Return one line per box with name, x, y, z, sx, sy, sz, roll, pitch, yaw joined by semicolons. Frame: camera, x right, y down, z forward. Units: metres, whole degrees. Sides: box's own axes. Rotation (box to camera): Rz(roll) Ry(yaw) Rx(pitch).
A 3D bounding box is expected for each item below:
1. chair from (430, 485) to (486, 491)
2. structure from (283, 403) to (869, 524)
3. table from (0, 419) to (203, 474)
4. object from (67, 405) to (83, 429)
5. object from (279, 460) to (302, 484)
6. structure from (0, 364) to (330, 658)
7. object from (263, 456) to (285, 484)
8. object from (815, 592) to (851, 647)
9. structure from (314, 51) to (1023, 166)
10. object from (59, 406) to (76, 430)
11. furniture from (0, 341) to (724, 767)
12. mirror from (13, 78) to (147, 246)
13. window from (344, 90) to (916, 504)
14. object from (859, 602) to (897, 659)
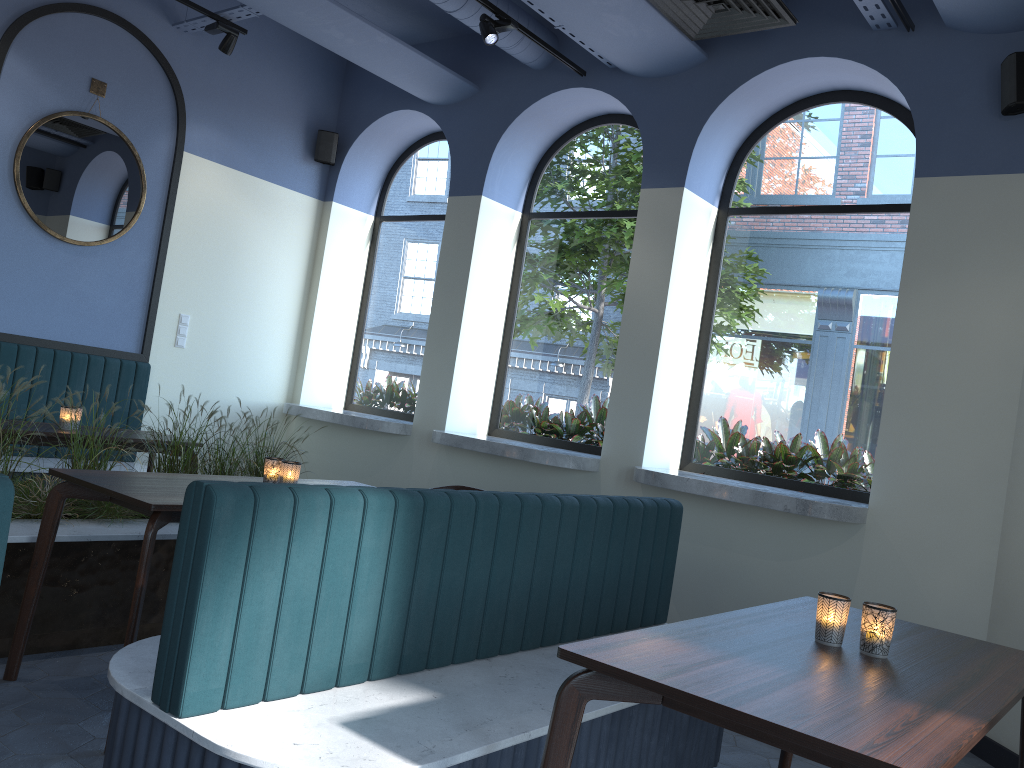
chair;-0.391;0.892;4.286;0.618;0.793;0.525;7;-2;38
structure;0.425;0.330;0.530;4.315;0.080;14.155;9;-2;-1
table;-2.397;0.612;4.698;0.548;0.755;1.332;7;-2;38
object;-2.345;0.179;4.740;0.078;0.120;0.078;8;-2;21
object;-0.880;0.367;3.504;0.078;0.120;0.078;10;-2;-35
structure;-2.559;0.310;3.120;1.143;1.207;4.878;7;-2;40
object;-0.959;0.357;3.561;0.078;0.120;0.078;10;-2;-35
object;0.794;0.586;2.205;0.078;0.120;0.078;10;-2;-35
structure;-2.511;-2.273;0.680;7.261;0.268;13.143;8;-2;22
object;-2.328;0.179;4.643;0.078;0.120;0.078;8;-2;21
furniture;-2.299;0.372;2.908;4.703;1.150;4.800;7;-2;38
mirror;-3.838;-1.654;4.409;0.026;1.089;4.357;7;-2;38
window;0.829;-0.848;0.588;3.897;2.394;14.212;9;-2;-1
object;0.885;0.598;2.153;0.078;0.120;0.078;10;-2;-35
